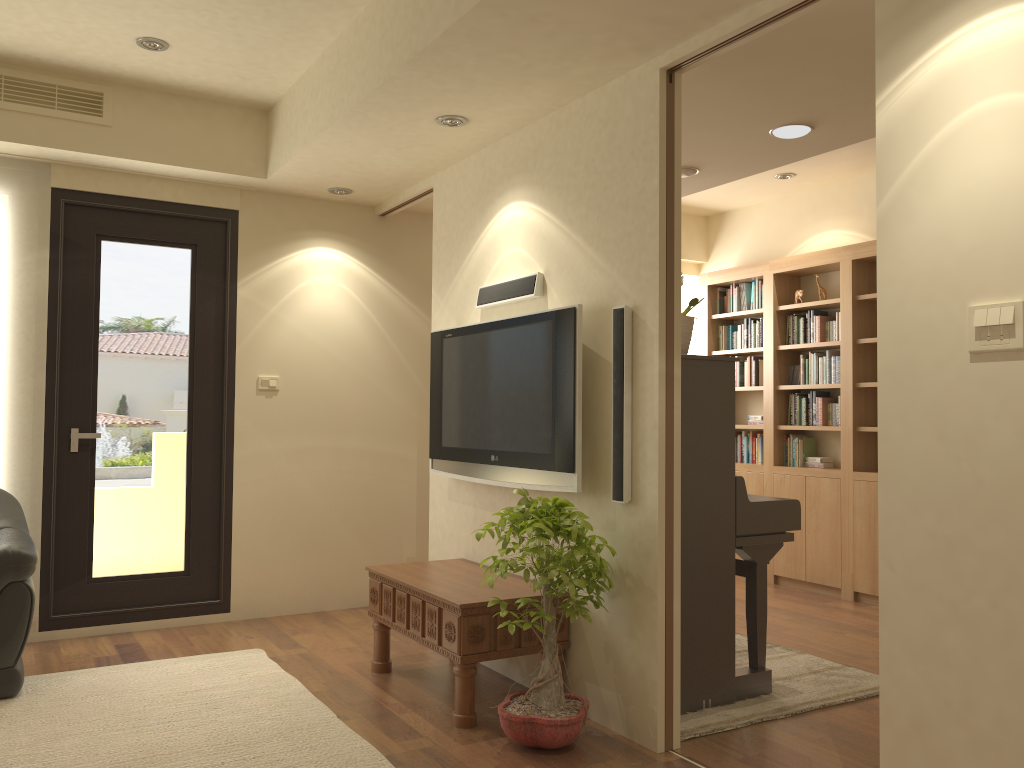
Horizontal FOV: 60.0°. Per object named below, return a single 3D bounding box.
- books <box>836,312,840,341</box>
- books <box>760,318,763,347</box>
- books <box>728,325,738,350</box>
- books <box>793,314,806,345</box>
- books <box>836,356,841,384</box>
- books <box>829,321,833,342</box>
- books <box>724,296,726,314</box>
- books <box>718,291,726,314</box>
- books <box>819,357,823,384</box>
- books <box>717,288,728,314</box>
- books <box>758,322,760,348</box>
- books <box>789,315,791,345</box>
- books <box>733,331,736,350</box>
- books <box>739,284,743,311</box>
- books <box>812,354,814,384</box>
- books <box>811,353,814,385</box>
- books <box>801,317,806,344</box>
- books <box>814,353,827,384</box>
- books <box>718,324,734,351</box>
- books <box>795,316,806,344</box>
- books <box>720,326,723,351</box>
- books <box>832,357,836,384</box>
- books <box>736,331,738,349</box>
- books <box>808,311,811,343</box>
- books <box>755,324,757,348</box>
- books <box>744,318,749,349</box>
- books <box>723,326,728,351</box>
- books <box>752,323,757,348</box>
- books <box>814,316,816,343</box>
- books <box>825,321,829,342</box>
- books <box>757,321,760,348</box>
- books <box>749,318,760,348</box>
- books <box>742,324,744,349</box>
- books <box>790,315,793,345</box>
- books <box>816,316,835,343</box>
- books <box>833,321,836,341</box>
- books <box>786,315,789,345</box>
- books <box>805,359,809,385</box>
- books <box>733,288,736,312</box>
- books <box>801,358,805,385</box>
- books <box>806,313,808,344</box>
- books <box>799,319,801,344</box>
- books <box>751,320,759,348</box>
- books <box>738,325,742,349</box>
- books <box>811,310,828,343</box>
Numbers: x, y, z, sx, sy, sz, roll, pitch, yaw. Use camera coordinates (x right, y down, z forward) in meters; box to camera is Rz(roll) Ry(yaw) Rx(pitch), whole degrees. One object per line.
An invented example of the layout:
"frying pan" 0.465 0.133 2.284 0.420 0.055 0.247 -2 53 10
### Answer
"books" 2.392 -0.402 6.373 0.168 0.215 0.013 2 -3 -31
"books" 2.021 -0.395 7.009 0.158 0.243 0.016 2 -3 -31
"books" 1.846 -0.372 7.339 0.124 0.218 0.036 2 -3 -31
"books" 2.193 -0.405 6.719 0.158 0.243 0.016 2 -3 -31
"books" 2.395 -0.092 6.353 0.162 0.206 0.049 2 -3 -31
"books" 2.366 -0.373 6.472 0.111 0.165 0.036 2 -3 -31
"books" 1.820 -0.645 7.384 0.111 0.165 0.036 2 -3 -31
"books" 1.783 -0.666 7.391 0.167 0.206 0.010 2 -3 -31
"books" 2.314 -0.088 6.491 0.162 0.206 0.036 2 -3 -31
"books" 1.779 -0.681 7.411 0.156 0.237 0.026 2 -3 -31
"books" 2.010 -0.381 7.017 0.168 0.215 0.009 2 -3 -31
"books" 2.171 -0.403 6.763 0.152 0.242 0.019 2 -3 -31
"books" 1.870 -0.346 7.309 0.111 0.165 0.036 2 -3 -31
"books" 1.911 -0.690 7.195 0.148 0.242 0.043 2 -3 -31
"books" 2.279 -0.100 6.554 0.157 0.235 0.017 2 -3 -31
"books" 2.271 -0.103 6.571 0.152 0.242 0.019 2 -3 -31
"books" 2.232 -0.389 6.648 0.163 0.207 0.026 2 -3 -31
"books" 2.288 -0.105 6.538 0.158 0.243 0.016 2 -3 -31
"books" 1.788 -0.380 7.404 0.156 0.237 0.026 2 -3 -31
"books" 2.202 -0.396 6.694 0.168 0.224 0.014 2 -3 -31
"books" 1.798 -0.370 7.378 0.167 0.215 0.026 2 -3 -31
"books" 2.373 -0.091 6.391 0.162 0.206 0.036 2 -3 -31
"books" 1.889 -0.347 7.277 0.111 0.165 0.036 2 -3 -31
"books" 2.265 -0.414 6.610 0.145 0.255 0.019 2 -3 -31
"books" 1.999 -0.374 7.053 0.150 0.202 0.032 2 -3 -31
"books" 1.938 -0.396 7.154 0.154 0.254 0.026 2 -3 -31
"books" 1.814 -0.370 7.349 0.168 0.215 0.013 2 -3 -31
"books" 1.978 -0.375 7.076 0.163 0.207 0.026 2 -3 -31
"books" 2.292 -0.394 6.552 0.156 0.211 0.026 2 -3 -31
"books" 2.347 -0.372 6.504 0.111 0.165 0.036 2 -3 -31
"books" 2.004 -0.385 7.028 0.168 0.224 0.014 2 -3 -31
"books" 1.960 -0.398 7.125 0.145 0.255 0.019 2 -3 -31
"books" 1.923 -0.374 7.176 0.156 0.211 0.026 2 -3 -31
"books" 2.178 -0.400 6.745 0.157 0.235 0.017 2 -3 -31
"books" 2.306 -0.393 6.523 0.162 0.206 0.036 2 -3 -31
"books" 2.385 -0.374 6.440 0.111 0.165 0.036 2 -3 -31
"books" 2.159 -0.402 6.787 0.148 0.242 0.035 2 -3 -31
"books" 2.248 -0.082 6.612 0.150 0.202 0.032 2 -3 -31
"books" 1.878 -0.671 7.236 0.162 0.206 0.036 2 -3 -31
"books" 2.226 -0.084 6.634 0.163 0.207 0.026 2 -3 -31
"books" 2.256 -0.404 6.632 0.139 0.237 0.026 2 -3 -31
"books" 2.222 -0.386 6.678 0.150 0.202 0.032 2 -3 -31
"books" 1.975 -0.389 7.106 0.139 0.237 0.026 2 -3 -31
"books" 1.905 -0.371 7.202 0.162 0.206 0.036 2 -3 -31
"books" 2.280 -0.415 6.577 0.154 0.254 0.026 2 -3 -31
